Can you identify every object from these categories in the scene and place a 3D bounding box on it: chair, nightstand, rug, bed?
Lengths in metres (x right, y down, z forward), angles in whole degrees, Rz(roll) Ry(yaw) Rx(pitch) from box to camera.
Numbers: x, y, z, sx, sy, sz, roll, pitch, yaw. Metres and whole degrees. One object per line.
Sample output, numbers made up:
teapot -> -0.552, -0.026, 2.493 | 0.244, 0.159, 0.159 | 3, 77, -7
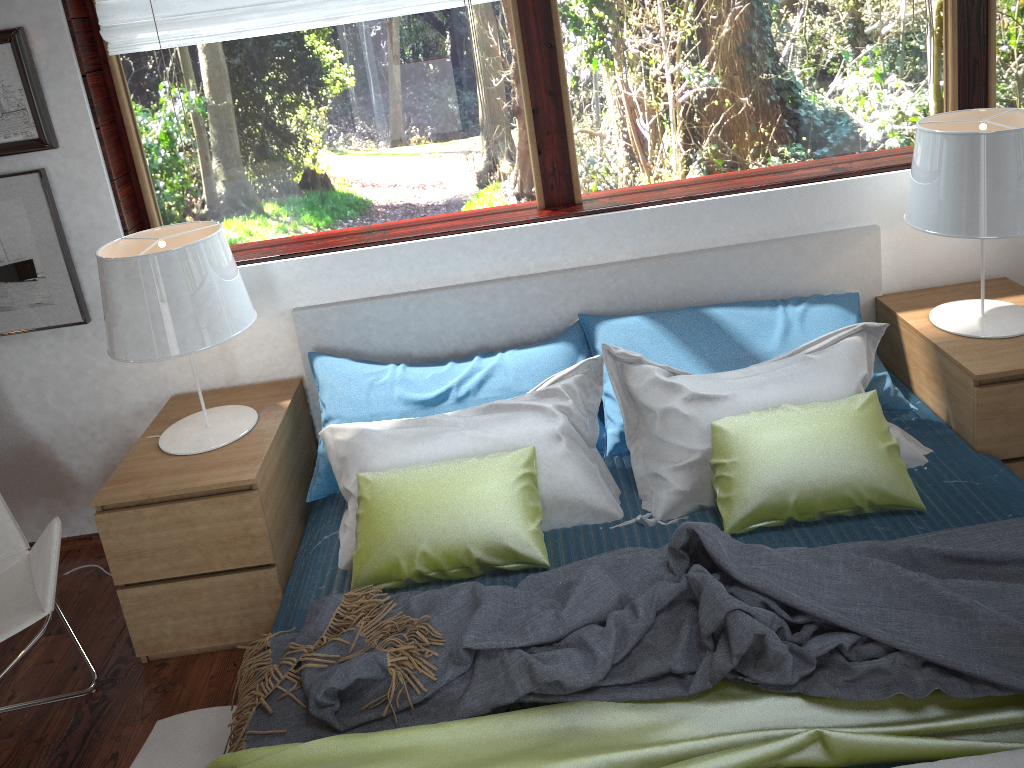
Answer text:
chair -> -1.573, 0.492, 2.243 | 0.721, 0.759, 0.816 | -24, 25, -36
nightstand -> -0.843, 0.387, 2.598 | 0.428, 0.514, 0.643 | -8, 21, 1
nightstand -> 1.423, 0.063, 2.584 | 0.428, 0.514, 0.643 | -8, 21, 1
rug -> 0.456, 1.035, 1.295 | 2.710, 0.046, 1.905 | -8, 24, 0
bed -> 0.379, 0.510, 1.672 | 2.136, 0.731, 2.725 | -8, 24, 2

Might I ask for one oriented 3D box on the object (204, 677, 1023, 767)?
object -> 0.369, 0.762, 1.532 | 2.108, 0.426, 0.518 | -10, 21, -3

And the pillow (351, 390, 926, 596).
pillow -> 0.282, 0.249, 2.158 | 1.378, 0.209, 0.328 | -8, 22, 0

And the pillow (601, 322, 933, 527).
pillow -> 0.687, 0.059, 2.319 | 0.854, 0.372, 0.379 | -10, 20, -5

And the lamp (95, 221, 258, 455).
lamp -> -0.924, -0.133, 2.469 | 0.406, 0.560, 0.427 | -9, 19, -2

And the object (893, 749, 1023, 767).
object -> 0.340, 0.874, 1.168 | 2.159, 0.358, 0.565 | -10, 22, -4

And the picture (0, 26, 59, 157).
picture -> -1.695, -0.820, 2.558 | 0.626, 0.346, 0.044 | -8, 16, 0

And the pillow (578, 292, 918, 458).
pillow -> 0.681, -0.072, 2.631 | 0.921, 0.303, 0.387 | -9, 21, -2

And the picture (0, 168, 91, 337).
picture -> -1.619, -0.382, 2.683 | 0.504, 0.481, 0.045 | -8, 16, 0

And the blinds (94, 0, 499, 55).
blinds -> -0.650, -1.305, 2.593 | 1.234, 0.472, 0.057 | -8, 16, 0

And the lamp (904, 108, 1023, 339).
lamp -> 1.324, -0.455, 2.454 | 0.407, 0.560, 0.426 | -11, 19, -7

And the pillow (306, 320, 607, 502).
pillow -> -0.174, 0.046, 2.636 | 0.912, 0.314, 0.366 | -9, 21, -1

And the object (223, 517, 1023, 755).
object -> 0.393, 0.521, 1.701 | 2.119, 0.387, 0.666 | -4, 22, 9

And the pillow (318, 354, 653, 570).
pillow -> -0.114, 0.205, 2.345 | 0.874, 0.342, 0.498 | -10, 22, -4
